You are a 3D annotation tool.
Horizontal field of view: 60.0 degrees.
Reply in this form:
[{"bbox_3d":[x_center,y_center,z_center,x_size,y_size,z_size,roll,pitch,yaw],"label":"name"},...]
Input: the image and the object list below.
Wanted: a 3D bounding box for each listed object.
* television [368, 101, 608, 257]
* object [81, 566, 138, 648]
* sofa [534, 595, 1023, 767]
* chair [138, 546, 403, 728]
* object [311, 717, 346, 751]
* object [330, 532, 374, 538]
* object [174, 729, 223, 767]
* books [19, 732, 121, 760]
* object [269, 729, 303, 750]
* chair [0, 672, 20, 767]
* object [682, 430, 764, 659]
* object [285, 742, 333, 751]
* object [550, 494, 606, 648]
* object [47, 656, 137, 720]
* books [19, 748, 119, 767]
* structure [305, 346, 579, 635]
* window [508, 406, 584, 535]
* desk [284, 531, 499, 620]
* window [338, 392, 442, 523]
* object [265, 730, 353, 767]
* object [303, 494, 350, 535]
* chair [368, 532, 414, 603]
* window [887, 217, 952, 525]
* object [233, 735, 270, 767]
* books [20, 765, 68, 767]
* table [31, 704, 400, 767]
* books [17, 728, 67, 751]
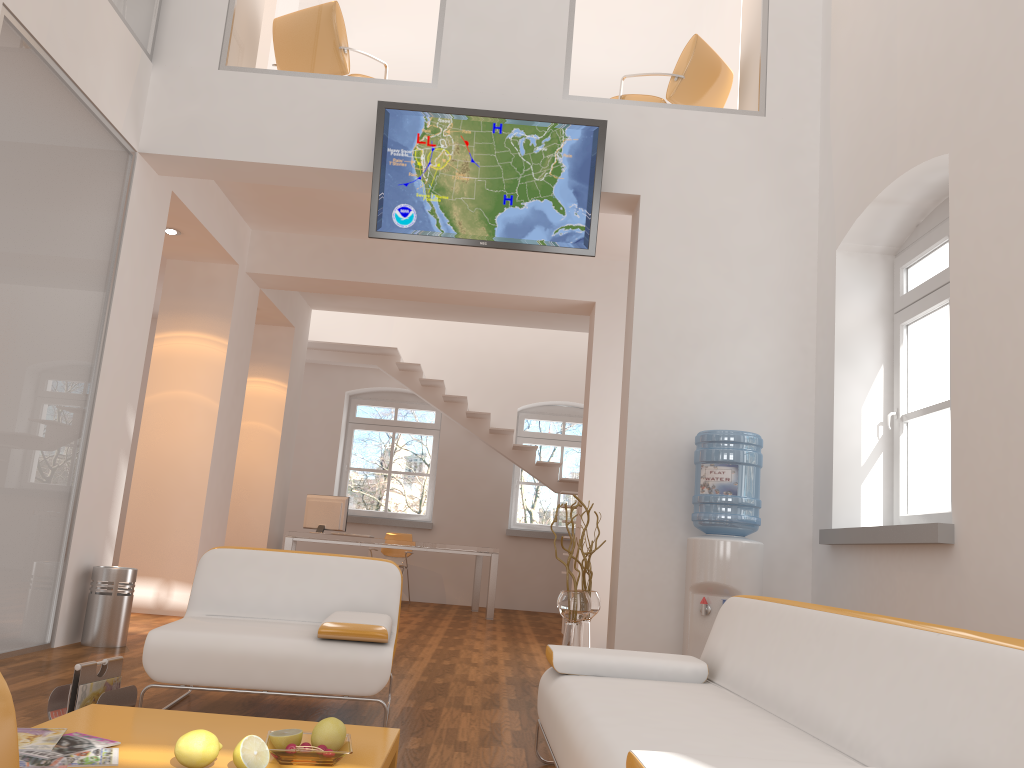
[{"bbox_3d":[-0.150,-1.242,5.394,1.388,0.803,0.266,5,-11,0],"label":"television"},{"bbox_3d":[-2.404,1.326,5.299,0.248,0.450,0.248,-5,-14,42],"label":"object"},{"bbox_3d":[0.559,0.902,2.298,0.825,0.661,2.010,5,-11,-2],"label":"sofa"},{"bbox_3d":[-0.944,1.039,3.706,0.923,0.661,0.825,6,-11,-5],"label":"chair"},{"bbox_3d":[-0.509,0.974,2.457,0.102,0.095,0.101,11,-12,-30],"label":"object"},{"bbox_3d":[-1.802,1.707,10.024,0.467,0.031,0.200,3,-11,9],"label":"object"},{"bbox_3d":[-0.786,0.912,2.217,0.105,0.091,0.103,6,-11,-6],"label":"object"},{"bbox_3d":[-1.167,0.936,2.297,0.171,0.004,0.249,0,-11,22],"label":"books"},{"bbox_3d":[-0.620,0.979,2.420,0.091,0.065,0.092,13,-13,-38],"label":"object"},{"bbox_3d":[-0.893,0.537,0.990,0.923,0.661,0.825,4,-11,3],"label":"chair"},{"bbox_3d":[1.171,1.015,4.894,0.436,1.490,0.436,8,-11,-15],"label":"object"},{"bbox_3d":[-0.534,0.980,2.363,0.134,0.037,0.061,3,-11,7],"label":"object"},{"bbox_3d":[0.418,1.238,5.386,0.284,1.112,0.655,1,-11,20],"label":"object"},{"bbox_3d":[-1.560,1.145,3.324,0.189,0.217,0.281,3,-11,9],"label":"object"},{"bbox_3d":[-1.107,0.928,2.202,0.249,0.004,0.171,10,-12,-25],"label":"books"},{"bbox_3d":[-0.606,1.015,9.870,4.630,3.042,3.450,5,-11,0],"label":"structure"},{"bbox_3d":[0.656,1.156,11.982,1.308,1.737,0.142,5,-11,0],"label":"window"},{"bbox_3d":[-1.366,2.097,9.784,2.239,0.750,1.092,7,-11,-10],"label":"desk"},{"bbox_3d":[-1.629,0.965,11.967,1.308,1.737,0.142,5,-11,0],"label":"window"},{"bbox_3d":[-0.549,0.986,2.388,0.227,0.048,0.227,7,-11,-11],"label":"object"},{"bbox_3d":[-2.060,1.417,9.644,0.516,0.418,0.245,-1,-12,29],"label":"object"},{"bbox_3d":[-1.476,2.215,10.726,0.495,0.829,0.464,2,-11,14],"label":"chair"},{"bbox_3d":[2.190,-0.071,4.403,0.142,1.627,1.302,5,-11,0],"label":"window"},{"bbox_3d":[-0.656,0.925,2.219,0.080,0.087,0.094,-1,-12,27],"label":"object"},{"bbox_3d":[-1.121,0.895,2.035,0.171,0.004,0.249,9,-11,-20],"label":"books"},{"bbox_3d":[-0.855,1.058,2.365,1.000,0.150,1.000,5,-11,0],"label":"table"},{"bbox_3d":[-1.275,0.927,2.317,0.171,0.004,0.249,8,-11,-17],"label":"books"}]
